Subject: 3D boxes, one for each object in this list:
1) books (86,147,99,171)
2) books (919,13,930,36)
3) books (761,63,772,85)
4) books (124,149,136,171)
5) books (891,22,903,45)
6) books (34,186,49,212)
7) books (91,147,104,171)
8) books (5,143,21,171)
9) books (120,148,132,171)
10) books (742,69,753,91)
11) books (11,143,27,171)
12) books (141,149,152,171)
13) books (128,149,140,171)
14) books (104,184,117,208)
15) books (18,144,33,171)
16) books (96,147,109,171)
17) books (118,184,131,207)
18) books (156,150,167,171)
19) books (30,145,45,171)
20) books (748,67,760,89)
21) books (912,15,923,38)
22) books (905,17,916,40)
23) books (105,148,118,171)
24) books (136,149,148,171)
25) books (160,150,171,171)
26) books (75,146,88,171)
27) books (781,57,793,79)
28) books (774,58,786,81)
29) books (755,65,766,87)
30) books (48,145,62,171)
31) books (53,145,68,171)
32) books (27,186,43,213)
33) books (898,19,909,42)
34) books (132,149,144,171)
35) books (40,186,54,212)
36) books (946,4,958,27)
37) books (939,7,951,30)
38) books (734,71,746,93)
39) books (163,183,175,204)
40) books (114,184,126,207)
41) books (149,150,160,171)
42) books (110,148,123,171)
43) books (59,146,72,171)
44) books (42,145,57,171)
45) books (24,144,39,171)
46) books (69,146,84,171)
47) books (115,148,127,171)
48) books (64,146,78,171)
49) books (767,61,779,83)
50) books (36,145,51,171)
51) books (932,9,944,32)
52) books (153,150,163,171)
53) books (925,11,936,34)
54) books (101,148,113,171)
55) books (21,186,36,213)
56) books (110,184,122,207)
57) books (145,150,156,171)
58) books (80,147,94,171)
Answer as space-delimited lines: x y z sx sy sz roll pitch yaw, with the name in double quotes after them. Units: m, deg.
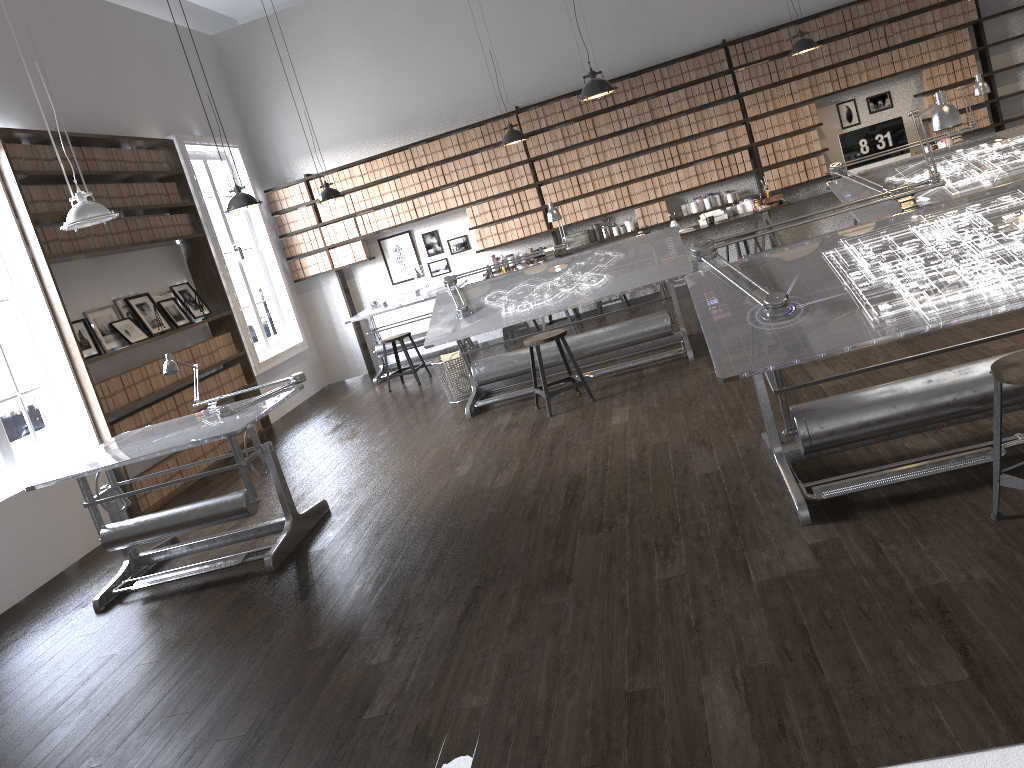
-3.574 -1.843 7.395 0.174 0.224 0.067 -15 8 10 "books"
4.247 -3.708 9.175 0.066 0.224 0.176 -15 9 11 "books"
2.708 -3.302 9.464 0.066 0.224 0.176 -15 9 11 "books"
-3.497 -1.975 7.941 0.174 0.224 0.067 -15 8 10 "books"
3.985 -3.638 9.221 0.066 0.224 0.176 -15 9 11 "books"
-3.589 -1.349 6.627 0.174 0.224 0.067 -15 8 10 "books"
-3.559 -1.860 7.458 0.174 0.224 0.067 -15 8 10 "books"
-3.697 -1.614 6.433 0.174 0.224 0.067 -15 8 10 "books"
-3.503 -1.959 7.870 0.174 0.224 0.067 -15 8 10 "books"
2.516 -3.250 9.493 0.066 0.224 0.176 -15 9 11 "books"
-3.687 -1.631 6.504 0.174 0.224 0.067 -15 8 10 "books"
-3.460 -2.041 8.216 0.174 0.224 0.067 -15 8 10 "books"
-3.491 -1.991 8.010 0.174 0.224 0.067 -15 8 10 "books"
-3.468 -1.562 7.510 0.174 0.224 0.067 -15 8 10 "books"
-3.681 -1.647 6.575 0.174 0.224 0.067 -15 8 10 "books"
-3.552 -1.876 7.529 0.174 0.224 0.067 -15 8 10 "books"
-3.440 -1.609 7.707 0.174 0.224 0.067 -15 8 10 "books"
-3.427 -2.103 8.478 0.174 0.224 0.067 -15 8 10 "books"
-3.665 -1.680 6.711 0.174 0.224 0.067 -15 8 10 "books"
2.585 -3.269 9.480 0.067 0.224 0.176 -15 9 11 "books"
4.183 -3.690 9.182 0.067 0.224 0.176 -15 9 11 "books"
4.120 -3.675 9.200 0.066 0.224 0.176 -15 9 11 "books"
-3.536 -1.909 7.666 0.174 0.224 0.067 -15 8 10 "books"
-3.467 -2.025 8.145 0.174 0.224 0.067 -15 8 10 "books"
-3.414 -2.121 8.546 0.174 0.224 0.067 -15 8 10 "books"
-3.593 -1.808 7.250 0.174 0.224 0.067 -15 8 10 "books"
2.916 -3.356 9.420 0.066 0.224 0.176 -15 9 11 "books"
2.850 -3.340 9.437 0.066 0.224 0.176 -15 9 11 "books"
2.645 -3.285 9.473 0.066 0.224 0.176 -15 9 11 "books"
-3.637 -1.728 6.912 0.174 0.224 0.067 -15 8 10 "books"
-3.624 -1.744 6.976 0.174 0.224 0.067 -15 8 10 "books"
-3.597 -1.333 6.556 0.174 0.224 0.067 -15 8 10 "books"
4.052 -3.657 9.213 0.066 0.224 0.176 -15 9 11 "books"
-3.480 -2.007 8.077 0.174 0.224 0.067 -15 8 10 "books"
-3.583 -1.364 6.688 0.174 0.224 0.067 -15 8 10 "books"
4.509 -3.778 9.129 0.066 0.224 0.176 -15 9 11 "books"
4.442 -3.760 9.139 0.066 0.224 0.176 -15 9 11 "books"
2.448 -3.233 9.509 0.066 0.224 0.176 -15 9 11 "books"
-3.340 -1.789 8.454 0.174 0.224 0.067 -15 8 10 "books"
-3.454 -1.593 7.643 0.174 0.224 0.067 -15 8 10 "books"
-3.440 -2.072 8.342 0.174 0.224 0.067 -15 8 10 "books"
-3.525 -1.926 7.738 0.174 0.224 0.067 -15 8 10 "books"
-3.621 -1.759 7.043 0.174 0.224 0.067 -15 8 10 "books"
-3.644 -1.713 6.850 0.174 0.224 0.067 -15 8 10 "books"
-3.676 -1.663 6.644 0.174 0.224 0.067 -15 8 10 "books"
-3.598 -1.793 7.180 0.174 0.224 0.067 -15 8 10 "books"
-3.512 -1.942 7.799 0.174 0.224 0.067 -15 8 10 "books"
-3.611 -1.775 7.112 0.174 0.224 0.067 -15 8 10 "books"
2.778 -3.320 9.445 0.067 0.224 0.176 -15 9 11 "books"
-3.652 -1.697 6.779 0.174 0.224 0.067 -15 8 10 "books"
4.375 -3.741 9.148 0.067 0.224 0.176 -15 9 11 "books"
-3.436 -2.087 8.408 0.174 0.224 0.067 -15 8 10 "books"
4.307 -3.723 9.162 0.066 0.224 0.176 -15 9 11 "books"
-3.547 -1.892 7.598 0.174 0.224 0.067 -15 8 10 "books"
-3.610 -1.315 6.488 0.174 0.224 0.067 -15 8 10 "books"
-3.460 -1.578 7.581 0.174 0.224 0.067 -15 8 10 "books"
-3.453 -2.056 8.277 0.174 0.224 0.067 -15 8 10 "books"
-3.578 -1.827 7.322 0.174 0.224 0.067 -15 8 10 "books"
